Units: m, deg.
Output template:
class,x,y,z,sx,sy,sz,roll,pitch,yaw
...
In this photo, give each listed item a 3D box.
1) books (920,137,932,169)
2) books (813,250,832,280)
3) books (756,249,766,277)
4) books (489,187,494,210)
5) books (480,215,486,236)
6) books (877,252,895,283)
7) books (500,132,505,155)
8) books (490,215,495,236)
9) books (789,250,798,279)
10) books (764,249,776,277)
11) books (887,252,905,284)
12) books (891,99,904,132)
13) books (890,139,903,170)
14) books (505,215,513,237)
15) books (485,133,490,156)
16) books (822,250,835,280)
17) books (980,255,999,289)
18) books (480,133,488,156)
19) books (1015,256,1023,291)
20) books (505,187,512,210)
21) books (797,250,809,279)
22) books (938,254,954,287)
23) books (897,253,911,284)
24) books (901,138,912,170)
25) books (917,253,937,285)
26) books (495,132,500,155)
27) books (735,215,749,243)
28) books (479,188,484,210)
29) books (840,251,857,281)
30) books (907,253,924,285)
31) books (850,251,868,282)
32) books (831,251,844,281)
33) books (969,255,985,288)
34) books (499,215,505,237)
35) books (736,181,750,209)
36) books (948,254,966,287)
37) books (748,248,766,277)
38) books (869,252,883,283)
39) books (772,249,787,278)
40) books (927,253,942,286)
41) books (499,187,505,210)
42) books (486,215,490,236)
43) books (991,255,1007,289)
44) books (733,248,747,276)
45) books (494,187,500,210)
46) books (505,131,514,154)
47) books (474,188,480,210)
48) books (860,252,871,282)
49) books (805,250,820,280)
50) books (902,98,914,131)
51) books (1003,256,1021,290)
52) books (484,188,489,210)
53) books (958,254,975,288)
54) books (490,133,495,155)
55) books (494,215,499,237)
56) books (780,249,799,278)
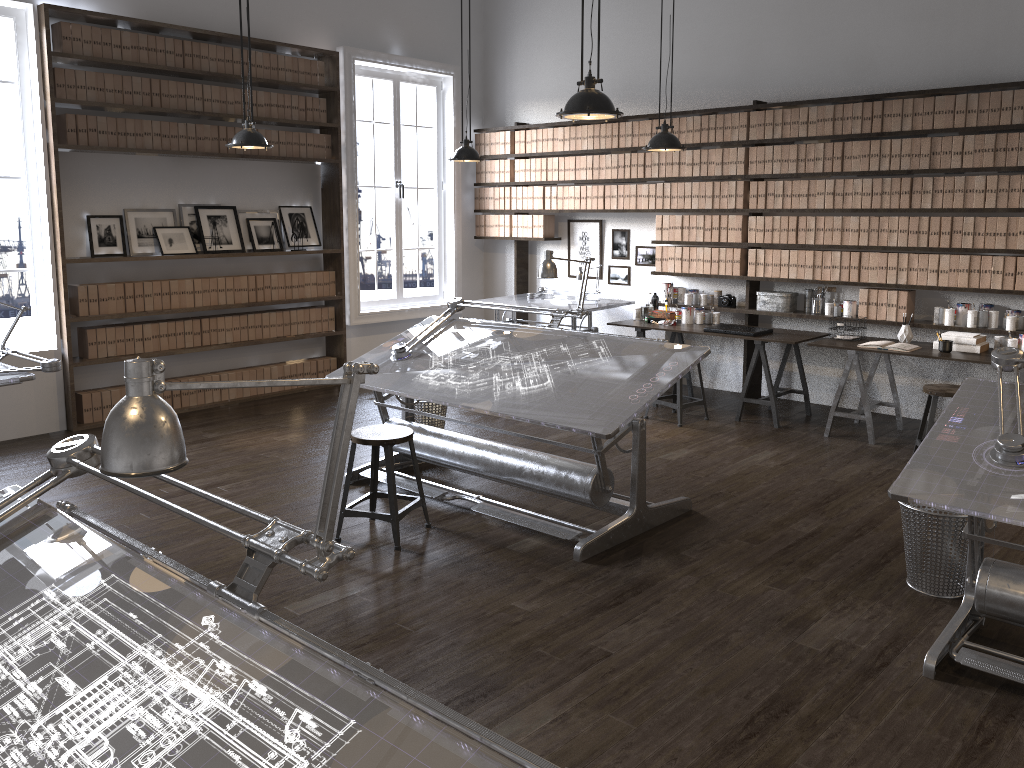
class,x,y,z,sx,sy,sz,roll,pitch,yaw
books,2.969,-1.634,6.303,0.067,0.224,0.175,7,12,42
books,2.424,-0.928,6.913,0.067,0.224,0.175,7,12,41
books,2.067,-0.990,7.230,0.067,0.224,0.175,7,12,42
books,-0.154,-1.914,9.148,0.067,0.224,0.175,7,12,41
books,-0.251,-1.658,9.272,0.067,0.224,0.175,7,12,41
books,2.783,-0.864,6.582,0.067,0.224,0.175,7,12,42
books,-0.039,-2.435,8.968,0.067,0.224,0.175,7,12,41
books,-0.145,-1.640,9.181,0.067,0.224,0.175,7,12,41
books,2.276,-0.953,7.042,0.067,0.224,0.175,7,12,41
books,2.122,-0.981,7.186,0.067,0.224,0.175,7,12,41
books,2.837,-0.855,6.534,0.067,0.224,0.175,7,12,41
books,2.814,-1.934,6.403,0.067,0.224,0.175,7,12,41
books,2.820,-1.661,6.438,0.067,0.224,0.175,7,12,42
books,0.008,-1.613,9.042,0.067,0.224,0.175,7,12,41
books,-0.194,-2.463,9.109,0.067,0.224,0.175,7,12,41
books,2.477,-0.919,6.866,0.067,0.224,0.175,7,12,41
books,3.303,-0.776,6.124,0.067,0.224,0.175,7,12,42
books,-0.249,-2.472,9.155,0.067,0.224,0.175,7,12,41
books,3.460,-0.747,5.976,0.067,0.224,0.175,7,12,42
books,0.012,-1.886,9.005,0.067,0.224,0.175,7,12,41
books,2.324,-0.946,7.001,0.067,0.224,0.175,7,12,41
books,3.102,-0.810,6.300,0.067,0.224,0.175,7,12,42
books,2.893,-0.846,6.488,0.067,0.224,0.175,7,12,41
books,2.875,-1.652,6.391,0.067,0.224,0.175,7,12,41
books,2.998,-0.829,6.397,0.067,0.224,0.175,7,12,42
books,-0.089,-2.445,9.018,0.067,0.224,0.175,7,12,42
books,1.916,-1.281,7.324,0.067,0.224,0.175,7,12,41
books,-0.257,-1.933,9.245,0.067,0.224,0.175,7,12,42
books,2.582,-0.901,6.772,0.067,0.224,0.175,7,12,42
books,2.947,-0.838,6.444,0.067,0.224,0.175,7,12,42
books,2.634,-0.891,6.718,0.067,0.224,0.175,7,12,41
books,2.527,-0.910,6.815,0.067,0.224,0.175,7,12,42
books,3.250,-0.785,6.171,0.067,0.224,0.175,7,12,42
books,-0.048,-1.622,9.088,0.067,0.224,0.175,7,12,41
books,1.919,-1.555,7.292,0.067,0.224,0.175,7,12,42
books,3.150,-0.802,6.259,0.067,0.224,0.175,7,12,42
books,2.011,-0.999,7.275,0.067,0.224,0.175,7,12,42
books,2.740,-0.873,6.627,0.067,0.224,0.175,7,12,41
books,2.172,-0.972,7.138,0.067,0.224,0.175,7,12,41
books,3.047,-0.819,6.347,0.067,0.224,0.175,7,12,41
books,-0.047,-1.895,9.050,0.067,0.224,0.175,7,12,42
books,-0.192,-1.649,9.226,0.067,0.224,0.175,7,12,42
books,3.352,-0.766,6.074,0.067,0.224,0.175,7,12,41
books,1.914,-1.016,7.365,0.067,0.224,0.175,7,12,41
books,-0.099,-1.905,9.104,0.067,0.224,0.175,7,12,41
books,0.016,-2.426,8.921,0.067,0.224,0.175,7,12,42
books,-0.310,-1.940,9.286,0.067,0.224,0.175,7,12,41
books,2.693,-0.882,6.672,0.067,0.224,0.175,7,12,42
books,2.370,-0.936,6.953,0.067,0.224,0.175,7,12,42
books,2.870,-1.925,6.358,0.067,0.224,0.175,7,12,41
books,3.408,-0.758,6.030,0.067,0.224,0.175,7,12,41
books,-0.204,-1.924,9.198,0.067,0.224,0.175,7,12,42
books,3.196,-0.793,6.212,0.067,0.224,0.175,7,12,41
books,-0.139,-2.454,9.065,0.067,0.224,0.175,7,12,42
books,-0.101,-1.632,9.136,0.067,0.224,0.175,7,12,42
books,2.221,-0.963,7.089,0.067,0.224,0.175,7,12,42
